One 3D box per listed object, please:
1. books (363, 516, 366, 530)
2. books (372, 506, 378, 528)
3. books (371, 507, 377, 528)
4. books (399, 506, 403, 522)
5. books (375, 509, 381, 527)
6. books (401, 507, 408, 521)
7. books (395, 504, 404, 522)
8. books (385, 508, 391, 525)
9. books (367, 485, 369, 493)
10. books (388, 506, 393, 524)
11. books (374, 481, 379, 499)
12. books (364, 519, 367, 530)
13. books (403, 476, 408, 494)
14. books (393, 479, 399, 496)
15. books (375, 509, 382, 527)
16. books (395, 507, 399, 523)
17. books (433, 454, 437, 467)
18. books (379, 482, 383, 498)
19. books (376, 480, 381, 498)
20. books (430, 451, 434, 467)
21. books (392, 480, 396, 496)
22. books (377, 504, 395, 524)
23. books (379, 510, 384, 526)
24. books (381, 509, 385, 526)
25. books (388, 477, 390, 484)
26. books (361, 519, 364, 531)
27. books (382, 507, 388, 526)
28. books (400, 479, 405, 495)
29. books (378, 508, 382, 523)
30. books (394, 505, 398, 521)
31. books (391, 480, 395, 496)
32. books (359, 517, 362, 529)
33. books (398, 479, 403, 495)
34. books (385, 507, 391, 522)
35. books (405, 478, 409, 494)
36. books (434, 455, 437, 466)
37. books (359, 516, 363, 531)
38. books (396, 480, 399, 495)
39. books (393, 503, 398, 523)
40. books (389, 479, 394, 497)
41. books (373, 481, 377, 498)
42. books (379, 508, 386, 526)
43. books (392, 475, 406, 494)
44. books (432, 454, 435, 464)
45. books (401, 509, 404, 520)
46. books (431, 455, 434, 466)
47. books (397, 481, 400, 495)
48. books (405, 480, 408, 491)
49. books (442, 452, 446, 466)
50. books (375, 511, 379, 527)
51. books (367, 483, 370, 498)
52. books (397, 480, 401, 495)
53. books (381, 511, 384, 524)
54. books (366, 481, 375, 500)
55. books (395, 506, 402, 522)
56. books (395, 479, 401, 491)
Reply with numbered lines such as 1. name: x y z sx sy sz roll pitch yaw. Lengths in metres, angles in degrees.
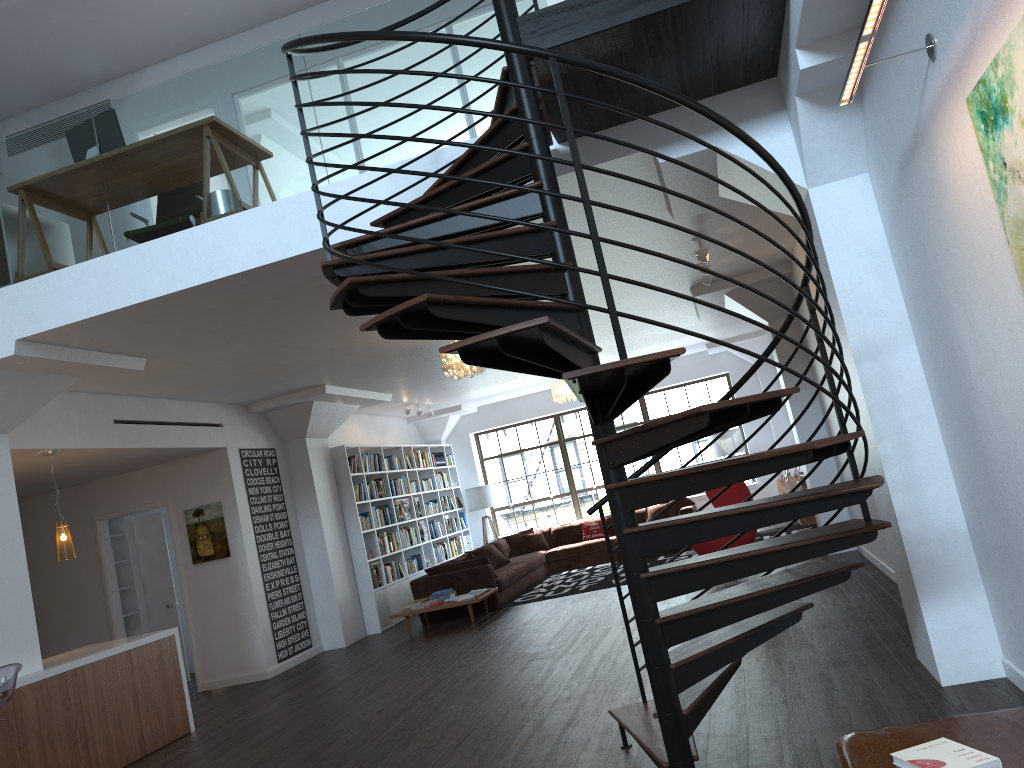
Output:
1. books: -1.979 1.827 11.530 0.134 0.184 0.030 -14 -7 13
2. books: -1.908 1.802 11.909 0.176 0.290 0.053 -14 -7 13
3. books: -1.926 1.802 11.851 0.197 0.283 0.065 -14 -7 13
4. books: -1.672 1.891 12.785 0.161 0.223 0.032 -14 -7 13
5. books: -1.879 1.830 11.979 0.174 0.239 0.045 -14 -7 13
6. books: -1.635 1.911 12.938 0.161 0.207 0.135 -14 -7 12
7. books: -1.680 1.882 12.826 0.183 0.253 0.042 -14 -7 13
8. books: -1.792 1.853 12.317 0.174 0.239 0.045 -14 -7 13
9. books: -1.997 1.472 11.874 0.161 0.207 0.135 -14 -7 13
10. books: -1.772 1.850 12.388 0.182 0.253 0.034 -14 -7 13
11. books: -1.933 1.474 12.181 0.171 0.246 0.039 -14 -7 13
12. books: -1.971 1.831 11.554 0.128 0.178 0.022 -14 -7 13
13. books: -1.676 1.526 13.230 0.197 0.283 0.065 -14 -7 13
14. books: -1.755 1.513 12.852 0.182 0.253 0.034 -14 -7 13
15. books: -1.871 1.832 12.030 0.170 0.245 0.057 -14 -7 13
16. books: -1.705 1.885 12.671 0.161 0.223 0.032 -14 -7 13
17. books: -1.356 1.293 14.793 0.161 0.223 0.032 -14 -7 13
18. books: -1.895 1.494 12.316 0.161 0.223 0.033 -14 -7 13
19. books: -1.920 1.476 12.253 0.183 0.253 0.042 -14 -7 13
20. books: -1.417 1.260 14.669 0.198 0.284 0.049 -14 -7 13
21. books: -1.776 1.512 12.754 0.174 0.239 0.045 -14 -7 13
22. books: -1.771 1.839 12.453 0.176 0.294 0.102 -14 -7 13
23. books: -1.845 1.846 12.093 0.161 0.223 0.027 -14 -7 13
24. books: -1.842 1.848 12.153 0.167 0.230 0.037 -14 -7 13
25. books: -1.821 1.481 12.626 0.176 0.294 0.102 -14 -7 13
26. books: -1.995 1.814 11.465 0.127 0.200 0.020 -14 -7 13
27. books: -1.819 1.840 12.221 0.182 0.253 0.034 -14 -7 13
28. books: -1.695 1.536 13.092 0.174 0.239 0.045 -14 -7 13
29. books: -1.862 1.833 12.071 0.159 0.250 0.026 -14 -7 13
30. books: -1.724 1.872 12.645 0.160 0.251 0.031 -14 -7 13
31. books: -1.794 1.505 12.717 0.182 0.253 0.034 -14 -7 13
32. books: -2.009 1.813 11.391 0.139 0.191 0.036 -14 -7 13
33. books: -1.711 1.530 13.044 0.170 0.245 0.057 -14 -7 13
34. books: -1.791 1.850 12.358 0.182 0.253 0.034 -14 -7 13
35. books: -1.641 1.543 13.296 0.159 0.250 0.026 -14 -7 13
36. books: -1.354 1.297 14.827 0.161 0.223 0.033 -14 -7 13
37. books: -2.002 1.813 11.432 0.136 0.196 0.045 -14 -7 13
38. books: -1.744 1.530 12.920 0.167 0.230 0.037 -14 -7 13
39. books: -1.746 1.855 12.610 0.198 0.284 0.049 -14 -7 13
40. books: -1.792 1.500 12.682 0.182 0.253 0.034 -14 -7 13
41. books: -1.946 1.470 12.143 0.160 0.251 0.039 -14 -7 13
42. books: -1.849 1.843 12.193 0.182 0.253 0.034 -14 -7 13
43. books: -1.687 1.518 13.171 0.176 0.290 0.053 -14 -7 13
44. books: -1.372 1.293 14.764 0.161 0.223 0.033 -14 -7 13
45. books: -1.666 1.899 12.860 0.161 0.223 0.033 -14 -7 13
46. books: -1.396 1.277 14.704 0.160 0.251 0.031 -14 -7 13
47. books: -1.727 1.534 12.950 0.161 0.223 0.026 -14 -7 13
48. books: -1.648 1.556 13.270 0.161 0.223 0.026 -14 -7 13
49. books: -1.250 1.315 15.293 0.183 0.253 0.042 -14 -7 13
50. books: -1.891 1.838 11.945 0.161 0.223 0.027 -14 -7 13
51. books: -1.994 1.463 11.932 0.174 0.236 0.142 -14 -7 13
52. books: -1.719 1.535 12.975 0.161 0.223 0.027 -14 -7 13
53. books: -1.841 1.848 12.119 0.161 0.223 0.026 -14 -7 13
54. books: -1.973 1.460 12.021 0.183 0.253 0.042 -14 -7 13
55. books: -1.696 1.879 12.714 0.174 0.240 0.054 -14 -7 13
56. books: -1.723 1.526 13.004 0.159 0.250 0.026 -14 -7 13
